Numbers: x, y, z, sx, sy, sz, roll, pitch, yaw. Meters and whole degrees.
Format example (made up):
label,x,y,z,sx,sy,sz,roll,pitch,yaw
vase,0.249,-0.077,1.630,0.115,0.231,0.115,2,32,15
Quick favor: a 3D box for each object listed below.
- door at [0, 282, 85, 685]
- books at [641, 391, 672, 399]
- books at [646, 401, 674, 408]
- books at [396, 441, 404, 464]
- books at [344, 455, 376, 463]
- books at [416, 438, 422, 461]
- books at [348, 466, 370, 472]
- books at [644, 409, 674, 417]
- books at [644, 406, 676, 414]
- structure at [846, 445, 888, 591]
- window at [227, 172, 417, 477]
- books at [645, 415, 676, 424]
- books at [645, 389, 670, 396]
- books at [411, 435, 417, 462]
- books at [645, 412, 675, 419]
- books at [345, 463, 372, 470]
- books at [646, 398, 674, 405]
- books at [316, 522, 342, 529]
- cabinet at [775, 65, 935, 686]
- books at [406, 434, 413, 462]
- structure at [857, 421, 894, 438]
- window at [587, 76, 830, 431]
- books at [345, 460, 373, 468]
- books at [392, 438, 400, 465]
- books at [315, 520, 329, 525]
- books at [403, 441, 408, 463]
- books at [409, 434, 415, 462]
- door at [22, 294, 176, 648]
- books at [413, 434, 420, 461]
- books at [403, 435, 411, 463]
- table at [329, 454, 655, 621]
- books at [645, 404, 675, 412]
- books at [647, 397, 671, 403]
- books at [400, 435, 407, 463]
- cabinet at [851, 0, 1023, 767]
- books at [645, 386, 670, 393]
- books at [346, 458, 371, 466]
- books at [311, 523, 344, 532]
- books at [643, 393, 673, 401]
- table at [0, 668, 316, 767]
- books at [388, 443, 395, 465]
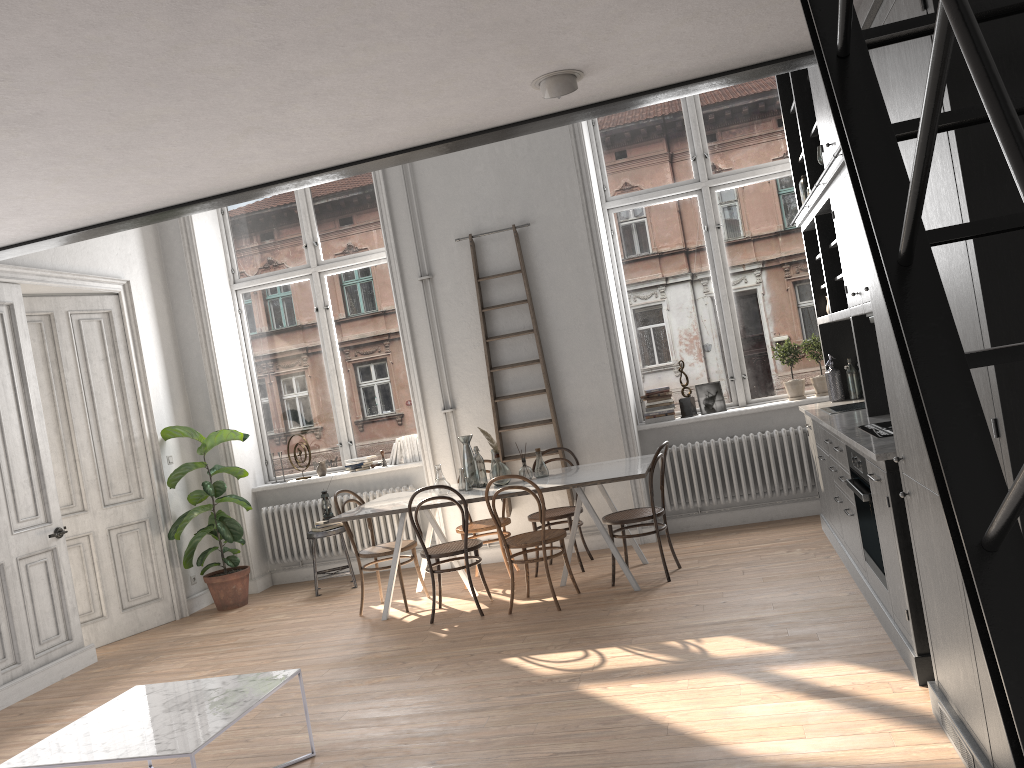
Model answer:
label,x,y,z,sx,sy,sz,roll,pitch,yaw
door,-3.490,0.683,5.945,0.216,2.814,1.096,-10,0,14
books,1.240,0.093,7.600,0.231,0.023,0.162,-10,0,29
books,1.268,0.177,7.597,0.205,0.022,0.155,-10,0,27
books,-1.021,0.627,8.147,0.072,0.203,0.155,-10,0,13
books,-1.405,0.694,8.228,0.244,0.019,0.174,-10,0,23
books,-0.826,0.592,8.101,0.020,0.205,0.155,-10,0,13
books,-1.419,0.788,8.232,0.147,0.023,0.221,-10,0,-28
books,1.263,0.243,7.589,0.249,0.023,0.175,-10,0,14
books,1.273,0.223,7.602,0.255,0.014,0.192,-10,0,16
structure,2.005,0.591,4.308,0.618,0.623,0.622,-10,0,13
window,-1.777,-0.628,8.427,1.623,2.843,0.013,-10,0,13
books,1.271,0.299,7.591,0.248,0.043,0.192,-10,0,13
books,1.249,0.070,7.597,0.205,0.020,0.155,-10,0,13
books,-0.867,0.580,8.131,0.024,0.243,0.175,-10,0,13
books,1.267,0.266,7.589,0.249,0.023,0.175,-10,0,9
books,-1.417,0.765,8.227,0.205,0.022,0.155,-10,0,33
books,1.268,0.153,7.602,0.222,0.024,0.158,-10,0,13
books,-1.587,1.214,7.725,0.232,0.029,0.163,-10,0,-16
cabinet,1.975,-0.656,5.066,0.635,3.583,3.249,-10,0,13
books,-0.911,0.587,8.119,0.019,0.244,0.174,-10,0,13
structure,1.945,0.200,4.304,0.428,0.011,0.592,-10,0,13
window,7.692,-6.688,9.085,14.389,15.936,26.388,-10,0,13
books,-1.419,0.743,8.225,0.221,0.023,0.147,-10,0,29
books,-1.048,0.614,8.151,0.100,0.235,0.174,-10,0,13
books,-1.589,1.191,7.725,0.221,0.027,0.147,-10,0,-45
books,-0.950,0.613,8.130,0.020,0.205,0.155,-10,0,13
books,-0.888,0.583,8.131,0.019,0.244,0.174,-10,0,13
door,-3.395,0.669,7.115,0.216,2.814,1.096,-10,0,38
books,-0.851,0.577,8.105,0.019,0.244,0.174,-10,0,13
books,-0.934,0.592,8.115,0.024,0.243,0.175,-10,0,13
table,-0.023,1.115,6.422,2.201,0.780,1.100,-10,0,13
books,1.268,0.202,7.603,0.245,0.028,0.193,-10,0,8
books,1.260,0.132,7.597,0.205,0.022,0.155,-10,0,8
books,-0.974,0.599,8.156,0.024,0.243,0.175,-10,0,13
cabinet,1.513,0.035,2.556,0.634,2.371,1.400,-10,0,13
books,1.242,0.049,7.607,0.201,0.024,0.159,-10,0,3
books,-1.423,0.723,8.213,0.205,0.020,0.155,-10,0,3
books,-1.594,1.242,7.725,0.246,0.034,0.194,-10,0,-37
books,1.251,0.113,7.599,0.244,0.019,0.174,-10,0,13
table,-1.409,1.546,3.636,0.849,0.392,0.849,-10,0,13
books,-1.081,0.640,8.164,0.105,0.194,0.155,-10,0,12
